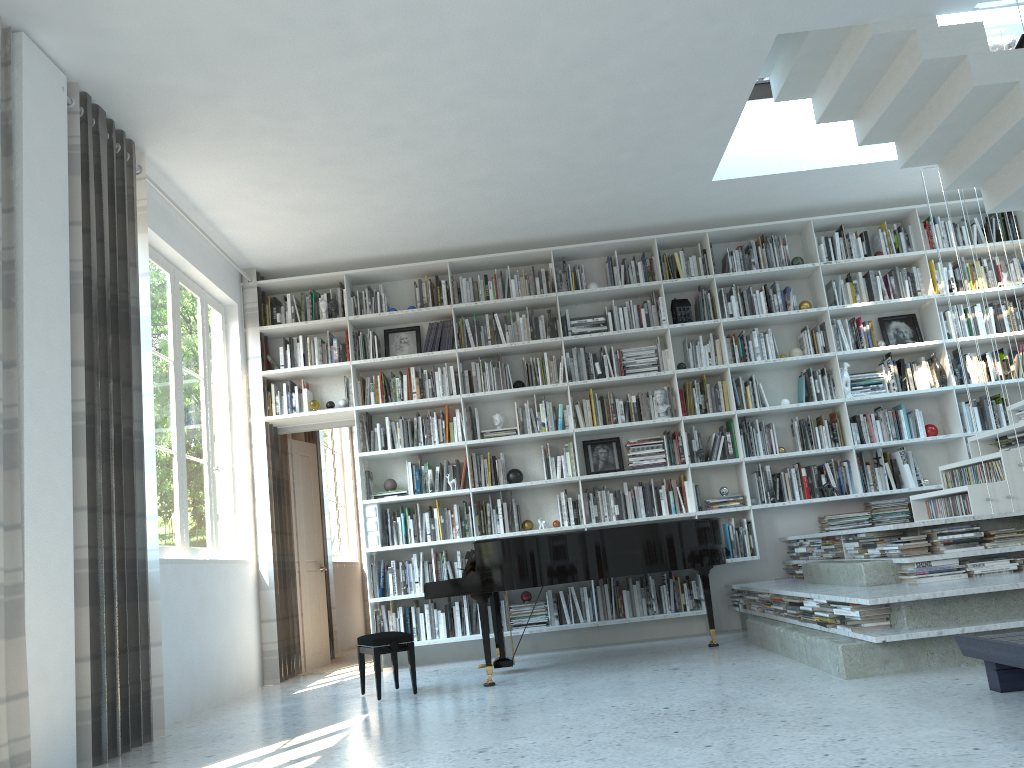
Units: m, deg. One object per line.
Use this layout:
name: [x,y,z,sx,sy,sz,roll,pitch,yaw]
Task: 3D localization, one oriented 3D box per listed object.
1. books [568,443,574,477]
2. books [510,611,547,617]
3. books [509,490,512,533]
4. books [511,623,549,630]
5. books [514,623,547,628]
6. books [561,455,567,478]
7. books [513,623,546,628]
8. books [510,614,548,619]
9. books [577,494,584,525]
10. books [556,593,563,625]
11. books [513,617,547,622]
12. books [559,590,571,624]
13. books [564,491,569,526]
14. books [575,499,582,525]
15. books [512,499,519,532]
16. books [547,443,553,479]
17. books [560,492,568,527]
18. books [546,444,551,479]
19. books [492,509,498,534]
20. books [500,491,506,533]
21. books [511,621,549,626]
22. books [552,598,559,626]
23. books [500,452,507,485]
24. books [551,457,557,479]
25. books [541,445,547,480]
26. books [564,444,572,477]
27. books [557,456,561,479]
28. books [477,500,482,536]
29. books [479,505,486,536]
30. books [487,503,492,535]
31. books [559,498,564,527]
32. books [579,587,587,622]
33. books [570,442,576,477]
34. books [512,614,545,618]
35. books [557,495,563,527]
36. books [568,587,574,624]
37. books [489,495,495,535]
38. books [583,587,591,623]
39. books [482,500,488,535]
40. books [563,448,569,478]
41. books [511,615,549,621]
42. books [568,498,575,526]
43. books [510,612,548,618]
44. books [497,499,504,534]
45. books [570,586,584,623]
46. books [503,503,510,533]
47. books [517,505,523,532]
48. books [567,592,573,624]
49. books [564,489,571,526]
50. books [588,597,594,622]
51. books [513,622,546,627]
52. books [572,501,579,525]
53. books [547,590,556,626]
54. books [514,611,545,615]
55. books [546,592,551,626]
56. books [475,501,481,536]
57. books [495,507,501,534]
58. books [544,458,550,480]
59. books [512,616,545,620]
books: [0.461,0.613,6.991,0.011,0.278,0.188,-6,-11,1]
books: [0.129,1.761,6.803,0.285,0.007,0.160,-6,-12,1]
books: [-0.010,1.004,6.936,0.050,0.327,0.167,-6,-11,1]
books: [0.138,1.855,6.785,0.285,0.007,0.160,-6,-12,1]
books: [0.137,1.846,6.777,0.254,0.007,0.161,-7,-12,4]
books: [0.410,0.666,6.996,0.024,0.187,0.173,-6,-11,1]
books: [0.137,1.841,6.787,0.254,0.007,0.161,-6,-12,1]
books: [0.131,1.779,6.787,0.285,0.007,0.160,-5,-12,-4]
books: [0.538,0.992,6.958,0.019,0.241,0.107,-6,-11,1]
books: [0.362,1.722,6.800,0.028,0.237,0.136,-6,-11,1]
books: [0.134,1.799,6.786,0.254,0.007,0.161,-6,-12,-3]
books: [0.404,1.707,6.790,0.062,0.252,0.178,-6,-11,1]
books: [0.425,0.983,6.943,0.010,0.276,0.156,-6,-11,1]
books: [0.518,1.009,6.929,0.024,0.200,0.159,-6,-11,1]
books: [0.032,1.032,6.927,0.027,0.260,0.163,-6,-11,1]
books: [0.300,0.625,7.011,0.012,0.297,0.166,-6,-11,1]
books: [0.406,0.986,6.928,0.027,0.269,0.159,-6,-11,1]
books: [0.289,0.630,7.014,0.011,0.291,0.156,-6,-11,1]
books: [-0.128,1.084,6.931,0.024,0.195,0.157,-6,-11,1]
books: [-0.069,1.010,6.961,0.013,0.338,0.138,-6,-11,1]
books: [0.135,1.826,6.780,0.285,0.007,0.160,-6,-12,-3]
books: [0.335,1.740,6.785,0.029,0.202,0.178,-6,-11,1]
books: [-0.064,0.683,7.015,0.028,0.265,0.145,-6,-11,1]
books: [0.328,0.680,7.006,0.030,0.182,0.154,-6,-11,1]
books: [0.253,0.636,7.007,0.012,0.284,0.160,-6,-11,1]
books: [0.443,0.621,6.999,0.027,0.269,0.178,-6,-11,1]
books: [0.370,0.670,6.992,0.057,0.188,0.156,-6,-11,1]
books: [-0.249,1.054,6.940,0.013,0.282,0.147,-6,-11,1]
books: [-0.225,1.073,6.932,0.030,0.238,0.157,-6,-11,1]
books: [-0.178,1.063,6.933,0.042,0.247,0.163,-6,-11,1]
books: [0.388,1.014,6.942,0.015,0.225,0.148,-6,-11,1]
books: [0.544,1.692,6.805,0.025,0.258,0.133,-6,-11,1]
books: [0.477,0.610,6.993,0.021,0.281,0.162,-6,-11,1]
books: [0.131,1.774,6.798,0.254,0.007,0.161,-7,-12,2]
books: [0.373,1.000,6.937,0.012,0.253,0.161,-6,-11,1]
books: [0.451,1.689,6.781,0.012,0.274,0.180,-6,-11,1]
books: [-0.154,1.028,6.937,0.014,0.312,0.166,-6,-11,1]
books: [0.568,1.682,6.774,0.024,0.259,0.190,-6,-11,1]
books: [-0.206,1.053,6.927,0.012,0.272,0.181,-6,-11,1]
books: [0.425,0.635,6.990,0.012,0.244,0.171,-6,-11,1]
books: [0.133,1.792,6.787,0.285,0.007,0.160,-6,-12,-3]
books: [0.460,1.004,6.925,0.029,0.220,0.153,-6,-11,1]
books: [0.130,1.767,6.799,0.285,0.007,0.160,-7,-12,2]
books: [-0.086,1.042,6.930,0.027,0.268,0.185,-6,-11,1]
books: [0.494,1.686,6.794,0.073,0.275,0.181,-6,-11,1]
books: [-0.043,1.054,6.944,0.029,0.240,0.136,-6,-11,1]
books: [0.060,1.056,6.937,0.023,0.211,0.160,-6,-11,1]
books: [0.442,1.713,6.785,0.011,0.231,0.174,-6,-11,1]
books: [0.435,0.974,6.940,0.014,0.290,0.132,-6,-11,1]
books: [0.596,1.722,6.783,0.024,0.179,0.172,-6,-11,1]
books: [0.136,1.834,6.786,0.254,0.007,0.161,-7,-12,2]
books: [0.492,1.018,6.941,0.031,0.194,0.142,-6,-11,1]
books: [0.302,1.715,6.804,0.031,0.265,0.144,-6,-11,1]
books: [0.126,1.755,6.804,0.254,0.005,0.161,-6,-12,1]
books: [0.280,1.720,6.788,0.012,0.253,0.161,-6,-11,1]
books: [-0.261,1.062,6.948,0.013,0.275,0.147,-6,-11,1]
books: [-0.107,1.071,6.928,0.021,0.215,0.172,-6,-11,1]
books: [0.277,0.681,6.993,0.025,0.185,0.154,-6,-11,1]
books: [0.132,1.787,6.795,0.254,0.007,0.161,-7,-12,2]
